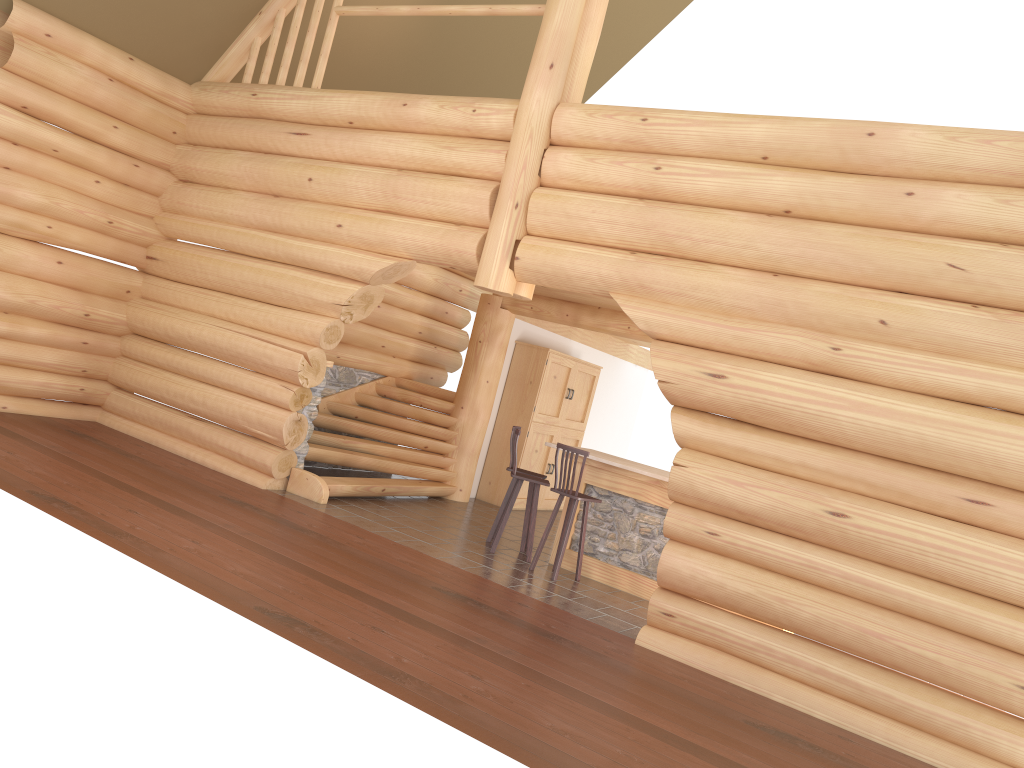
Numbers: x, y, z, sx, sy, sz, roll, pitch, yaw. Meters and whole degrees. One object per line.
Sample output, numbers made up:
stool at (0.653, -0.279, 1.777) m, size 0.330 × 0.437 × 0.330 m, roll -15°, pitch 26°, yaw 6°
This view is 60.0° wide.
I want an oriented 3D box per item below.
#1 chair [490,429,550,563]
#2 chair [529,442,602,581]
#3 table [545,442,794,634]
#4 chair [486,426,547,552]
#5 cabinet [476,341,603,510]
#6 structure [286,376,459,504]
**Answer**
chair at (0.122, 1.184, 9.515) m, size 0.504 × 1.319 × 0.406 m, roll 15°, pitch 0°, yaw 0°
chair at (0.582, 1.305, 9.021) m, size 0.406 × 1.319 × 0.504 m, roll 15°, pitch 0°, yaw 41°
table at (1.830, 1.662, 9.338) m, size 3.220 × 1.257 × 1.196 m, roll 15°, pitch 0°, yaw 31°
chair at (0.095, 1.176, 10.036) m, size 0.504 × 1.319 × 0.406 m, roll 15°, pitch 0°, yaw 11°
cabinet at (0.474, 0.710, 13.728) m, size 0.670 × 2.403 × 1.847 m, roll 15°, pitch 0°, yaw 31°
structure at (-1.958, 0.478, 11.614) m, size 1.951 × 1.643 × 3.604 m, roll 15°, pitch 0°, yaw 25°
